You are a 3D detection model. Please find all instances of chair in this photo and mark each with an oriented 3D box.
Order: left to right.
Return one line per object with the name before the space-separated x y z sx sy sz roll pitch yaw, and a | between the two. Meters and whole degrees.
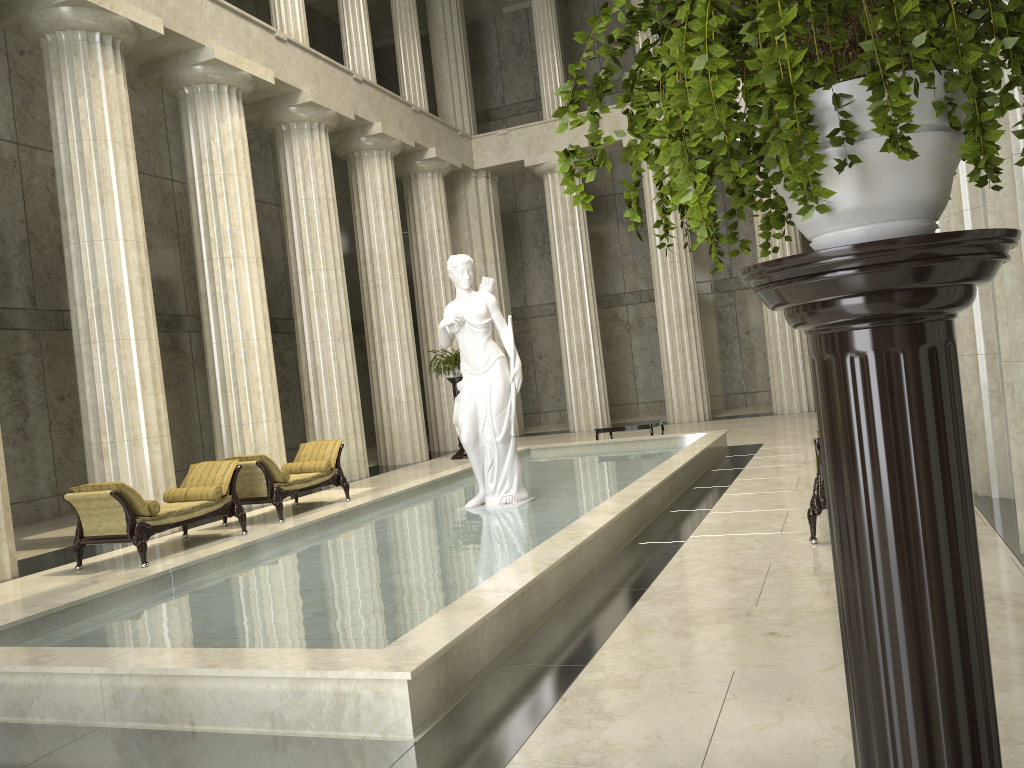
chair | -4.122 1.499 10.466 0.993 0.950 2.172 -6 0 21
chair | -3.253 1.386 12.773 0.993 0.950 2.172 -6 0 21
chair | 3.087 0.715 7.711 0.993 0.950 2.172 -6 0 21

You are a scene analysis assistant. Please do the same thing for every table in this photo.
table | 2.197 0.982 16.348 1.134 0.494 1.123 -6 0 19

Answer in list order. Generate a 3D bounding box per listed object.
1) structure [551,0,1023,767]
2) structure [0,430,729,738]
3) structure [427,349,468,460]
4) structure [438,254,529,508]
structure | 0.679 0.305 1.486 1.053 2.386 1.159 -7 1 -39
structure | -0.132 1.466 10.047 3.754 0.508 11.573 -6 0 21
structure | -1.112 0.381 18.895 1.159 2.386 1.053 -6 0 16
structure | -0.326 0.026 10.021 0.940 3.044 0.729 -6 0 15
